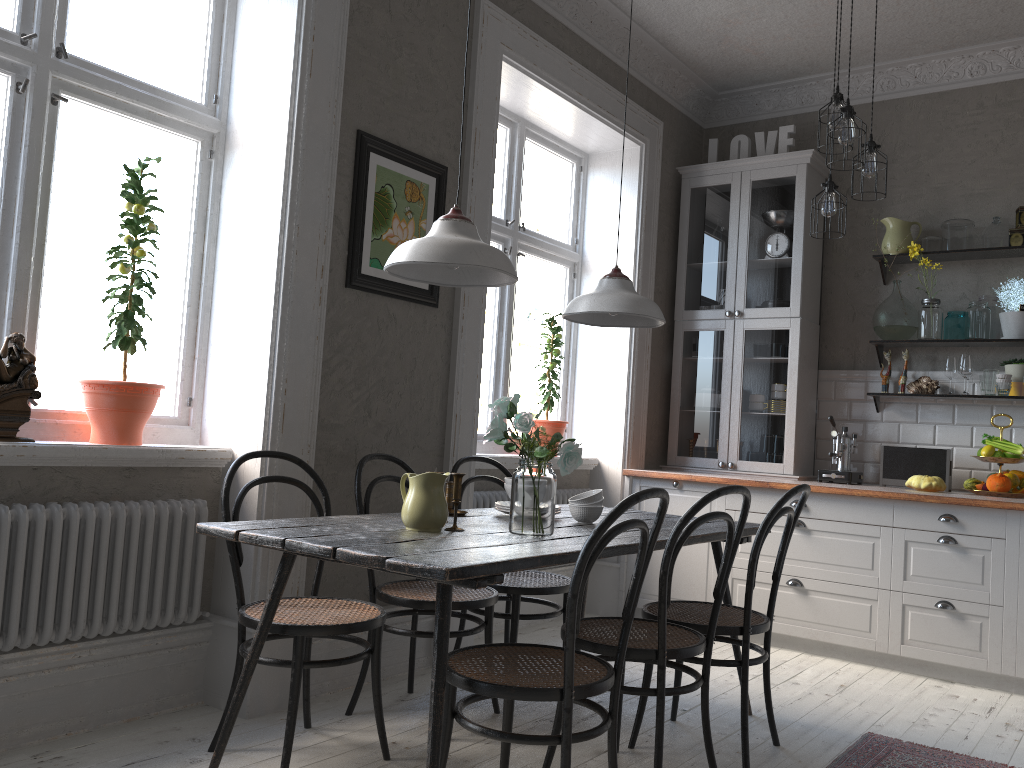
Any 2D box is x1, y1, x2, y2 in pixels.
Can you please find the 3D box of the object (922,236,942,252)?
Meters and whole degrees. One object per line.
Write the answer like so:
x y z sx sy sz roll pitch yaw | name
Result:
2.359 -0.769 4.983 0.101 0.111 0.105 1 -4 36 | object

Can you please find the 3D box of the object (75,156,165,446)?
-1.280 -0.293 2.962 0.273 0.991 0.267 5 -3 -15 | object

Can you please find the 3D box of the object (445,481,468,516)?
-0.219 0.397 3.083 0.138 0.112 0.141 3 -3 19 | object

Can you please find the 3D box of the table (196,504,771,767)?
0.054 0.827 2.907 0.886 0.735 1.958 1 -4 36 | table

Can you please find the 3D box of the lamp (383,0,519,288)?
-0.111 -1.225 2.553 0.384 1.859 0.375 5 -3 -16 | lamp

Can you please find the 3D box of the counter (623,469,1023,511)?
1.410 0.468 3.519 3.097 0.039 3.459 1 -4 36 | counter

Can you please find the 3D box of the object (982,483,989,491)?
2.437 0.535 4.540 0.069 0.076 0.232 3 -3 19 | object

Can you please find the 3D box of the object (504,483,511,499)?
0.059 0.408 3.168 0.176 0.094 0.182 2 -4 27 | object

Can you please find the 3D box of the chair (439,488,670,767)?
0.087 0.698 2.204 0.538 0.921 0.446 2 -4 34 | chair

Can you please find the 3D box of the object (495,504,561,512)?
0.056 0.452 3.166 0.237 0.027 0.238 3 -3 4 | object

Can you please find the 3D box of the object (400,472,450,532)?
-0.257 0.338 2.574 0.150 0.170 0.135 4 -3 -3 | object

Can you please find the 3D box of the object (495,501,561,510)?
0.057 0.444 3.166 0.242 0.027 0.233 5 -4 -31 | object

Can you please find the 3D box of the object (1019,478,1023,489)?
2.596 0.471 4.454 0.128 0.120 0.060 6 -4 -31 | object

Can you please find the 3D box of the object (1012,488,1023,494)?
2.529 0.532 4.404 0.068 0.051 0.089 4 -3 -6 | object

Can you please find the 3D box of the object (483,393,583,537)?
0.064 0.237 2.611 0.305 0.414 0.256 1 -4 34 | object

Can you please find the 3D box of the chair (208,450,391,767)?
-0.644 0.682 2.750 0.537 0.921 0.447 1 -4 44 | chair

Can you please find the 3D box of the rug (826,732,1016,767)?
1.216 1.239 2.557 0.721 0.014 1.315 1 -4 36 | rug

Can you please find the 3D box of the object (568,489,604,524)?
0.257 0.423 3.079 0.130 0.119 0.122 6 -4 -38 | object

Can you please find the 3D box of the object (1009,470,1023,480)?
2.579 0.465 4.476 0.124 0.056 0.060 2 -4 28 | object

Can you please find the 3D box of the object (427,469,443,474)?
-0.240 0.345 2.710 0.063 0.172 0.061 6 -4 -32 | object

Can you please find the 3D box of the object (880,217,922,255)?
2.200 -0.830 5.030 0.177 0.216 0.187 6 -4 -40 | object

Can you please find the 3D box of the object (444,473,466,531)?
-0.164 0.347 2.610 0.060 0.167 0.058 6 -4 -40 | object

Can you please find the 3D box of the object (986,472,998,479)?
2.520 0.495 4.577 0.157 0.076 0.077 5 -4 -28 | object

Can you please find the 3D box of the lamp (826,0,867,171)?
1.430 -1.764 3.703 0.147 1.735 0.146 4 -3 -7 | lamp

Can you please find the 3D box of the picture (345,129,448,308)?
-0.457 -0.656 3.620 0.019 0.620 0.531 1 -4 36 | picture

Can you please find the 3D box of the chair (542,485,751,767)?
0.406 0.741 2.643 0.537 0.921 0.447 1 -4 44 | chair

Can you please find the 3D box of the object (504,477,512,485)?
0.060 0.388 3.169 0.176 0.094 0.182 2 -4 27 | object

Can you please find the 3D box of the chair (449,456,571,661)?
-0.004 0.768 3.594 0.447 0.921 0.537 7 -4 -41 | chair

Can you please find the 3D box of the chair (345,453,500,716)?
-0.312 0.728 3.206 0.538 0.921 0.446 2 -4 34 | chair

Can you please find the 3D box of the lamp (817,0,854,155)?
1.458 -1.882 3.896 0.144 1.735 0.149 2 -4 23 | lamp

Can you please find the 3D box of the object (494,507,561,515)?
0.056 0.461 3.165 0.242 0.027 0.232 6 -4 -36 | object

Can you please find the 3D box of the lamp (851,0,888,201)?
1.626 -1.687 3.950 0.144 1.735 0.149 2 -4 23 | lamp

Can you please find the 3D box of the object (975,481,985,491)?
2.416 0.524 4.537 0.089 0.057 0.084 5 -3 -22 | object

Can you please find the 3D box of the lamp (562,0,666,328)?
0.429 -1.152 3.284 0.371 1.859 0.387 1 -5 44 | lamp

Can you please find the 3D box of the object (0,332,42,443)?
-1.536 0.004 2.622 0.117 0.329 0.242 1 -4 38 | object

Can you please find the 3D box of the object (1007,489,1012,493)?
2.476 0.537 4.448 0.070 0.065 0.070 6 -4 -33 | object

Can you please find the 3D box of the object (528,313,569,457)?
0.206 -0.001 4.996 0.264 0.813 0.255 5 -4 -26 | object

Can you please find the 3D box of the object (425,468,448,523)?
-0.245 0.350 2.804 0.095 0.172 0.097 3 -3 17 | object

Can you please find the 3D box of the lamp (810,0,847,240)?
1.479 -1.532 4.044 0.146 1.735 0.147 4 -3 3 | lamp

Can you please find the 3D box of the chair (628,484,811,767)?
0.713 0.782 3.029 0.538 0.921 0.446 2 -4 34 | chair

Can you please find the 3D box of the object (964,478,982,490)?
2.406 0.523 4.589 0.154 0.072 0.075 5 -4 -25 | object

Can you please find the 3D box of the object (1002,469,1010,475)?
2.541 0.484 4.554 0.084 0.093 0.088 2 -4 32 | object

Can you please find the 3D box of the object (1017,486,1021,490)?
2.589 0.532 4.514 0.054 0.044 0.214 4 -3 -15 | object

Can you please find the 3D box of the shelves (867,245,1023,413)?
2.617 -0.254 4.740 1.290 0.923 0.233 1 -4 36 | shelves
